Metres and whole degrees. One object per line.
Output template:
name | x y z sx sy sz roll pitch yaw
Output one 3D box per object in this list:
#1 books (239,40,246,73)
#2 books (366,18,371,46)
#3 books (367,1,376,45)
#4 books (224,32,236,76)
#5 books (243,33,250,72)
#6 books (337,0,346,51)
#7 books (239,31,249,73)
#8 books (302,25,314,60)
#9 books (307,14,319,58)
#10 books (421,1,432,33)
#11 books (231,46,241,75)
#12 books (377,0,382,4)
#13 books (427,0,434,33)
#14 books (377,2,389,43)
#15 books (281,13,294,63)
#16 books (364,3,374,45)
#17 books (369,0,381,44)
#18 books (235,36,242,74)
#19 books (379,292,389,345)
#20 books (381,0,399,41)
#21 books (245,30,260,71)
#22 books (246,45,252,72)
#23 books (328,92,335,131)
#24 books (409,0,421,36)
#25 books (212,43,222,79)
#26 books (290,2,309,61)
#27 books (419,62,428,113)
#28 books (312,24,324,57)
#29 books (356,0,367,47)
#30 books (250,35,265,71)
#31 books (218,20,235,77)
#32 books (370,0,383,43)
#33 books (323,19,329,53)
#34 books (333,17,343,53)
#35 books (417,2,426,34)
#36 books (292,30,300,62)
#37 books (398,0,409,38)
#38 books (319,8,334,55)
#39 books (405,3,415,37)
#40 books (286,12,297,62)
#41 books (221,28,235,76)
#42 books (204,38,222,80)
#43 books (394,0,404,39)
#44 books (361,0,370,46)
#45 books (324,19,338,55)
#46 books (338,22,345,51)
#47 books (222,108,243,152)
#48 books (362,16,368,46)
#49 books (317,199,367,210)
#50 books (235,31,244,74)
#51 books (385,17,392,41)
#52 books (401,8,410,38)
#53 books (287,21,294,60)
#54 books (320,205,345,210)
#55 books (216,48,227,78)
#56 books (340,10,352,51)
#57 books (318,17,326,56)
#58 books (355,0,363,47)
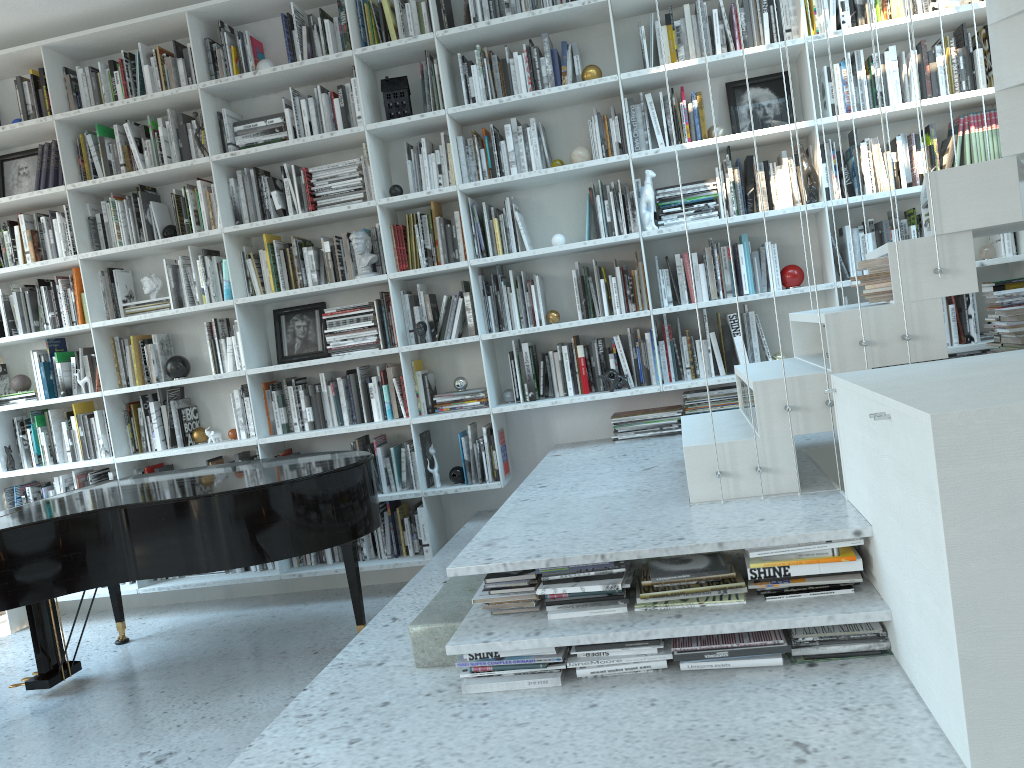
books | -1.376 -1.677 4.656 0.016 0.219 0.144 -8 4 11
books | -0.698 -1.757 4.530 0.015 0.193 0.160 -8 4 11
books | -0.688 -1.791 4.514 0.006 0.260 0.165 -8 4 11
books | -1.448 -1.690 4.659 0.011 0.265 0.163 -8 4 11
books | -1.356 -1.696 4.668 0.013 0.250 0.148 -8 4 11
books | -0.845 -1.795 4.558 0.012 0.308 0.138 -8 4 11
books | -1.369 -1.696 4.650 0.005 0.255 0.168 -8 4 11
books | -1.036 -1.719 4.586 0.050 0.211 0.172 -8 4 11
books | -0.999 -1.755 4.594 0.028 0.270 0.140 -8 4 11
books | -0.409 -1.797 4.469 0.022 0.194 0.181 -8 4 11
books | -1.424 -1.659 4.670 0.023 0.196 0.172 -8 4 11
books | -0.640 -1.800 4.514 0.008 0.262 0.142 -8 4 11
books | -0.379 -1.830 4.444 0.029 0.253 0.186 -8 4 11
books | -0.630 -1.786 4.496 0.015 0.234 0.171 -8 4 11
books | -1.133 -1.747 4.598 0.014 0.292 0.175 -8 4 11
books | -0.695 -1.779 4.501 0.007 0.239 0.191 -8 4 11
books | -0.681 -1.803 4.523 0.007 0.279 0.150 -8 4 11
books | -1.402 -1.689 4.670 0.014 0.248 0.139 -8 4 11
books | -0.651 -0.337 4.676 0.011 0.299 0.130 -8 4 11
books | -0.590 -1.802 4.490 0.054 0.255 0.190 -8 4 11
books | -1.339 -1.701 4.647 0.011 0.256 0.143 -8 4 11
books | -1.342 -1.666 4.658 0.010 0.187 0.152 -8 4 11
books | -0.905 -1.382 4.612 0.011 0.239 0.139 -8 4 11
books | -0.462 -1.798 4.465 0.031 0.213 0.169 -8 4 11
books | -1.518 -1.663 4.694 0.023 0.228 0.156 -8 4 11
books | -1.074 -1.774 4.582 0.010 0.332 0.186 -8 4 11
books | -0.429 -1.463 4.481 0.021 0.272 0.190 -8 4 11
books | -0.968 -1.724 4.571 0.033 0.203 0.166 -8 4 11
books | -0.740 -1.794 4.523 0.008 0.279 0.170 -8 4 11
books | -1.326 -1.693 4.665 0.004 0.236 0.137 -8 4 11
books | -1.482 -1.724 4.682 0.014 0.341 0.145 -8 4 11
books | -0.662 -1.796 4.511 0.034 0.261 0.157 -8 4 11
books | -0.915 -1.739 4.561 0.012 0.217 0.179 -8 4 11
books | -0.870 -1.755 4.579 0.026 0.234 0.137 -8 4 11
books | -0.431 -1.799 4.480 0.025 0.204 0.162 -8 4 11
books | -1.081 -1.713 4.612 0.031 0.209 0.146 -8 4 11
books | -0.533 -1.832 4.481 0.010 0.298 0.167 -8 4 11
books | -0.931 -1.763 4.551 0.010 0.270 0.179 -8 4 11
books | -0.488 -1.789 4.474 0.024 0.202 0.180 -8 4 11
books | -1.110 -1.752 4.601 0.011 0.296 0.157 -8 4 11
books | -1.468 -1.704 4.676 0.010 0.296 0.153 -8 4 11
books | -1.546 -1.670 4.679 0.026 0.253 0.185 -8 4 11
books | -0.548 -1.819 4.502 0.030 0.275 0.151 -8 4 11
books | -0.718 -1.807 4.522 0.007 0.298 0.180 -8 4 11
books | -0.899 -1.733 4.541 0.023 0.202 0.193 -8 4 11
books | -0.849 -1.743 4.570 0.014 0.204 0.134 -8 4 11
books | -1.458 -1.310 4.688 0.021 0.249 0.191 -8 4 11
books | -0.720 -1.760 4.544 0.016 0.204 0.143 -8 4 11
books | -0.868 -0.928 4.639 0.254 0.012 0.160 -8 3 14
books | -1.392 -1.698 4.661 0.013 0.264 0.146 -8 4 11
books | -0.615 -1.805 4.527 0.007 0.264 0.133 -8 4 11
books | -0.509 -1.775 4.479 0.022 0.180 0.172 -8 4 11
books | -1.117 -1.737 4.613 0.011 0.267 0.129 -8 4 11
books | -0.866 -0.915 4.638 0.254 0.012 0.160 -8 3 7
books | -1.494 -1.648 4.678 0.026 0.194 0.166 -8 4 11
books | -0.822 -1.765 4.548 0.028 0.244 0.161 -8 4 11
books | -0.942 -1.745 4.570 0.023 0.236 0.154 -8 4 11
books | -0.748 -1.797 4.542 0.012 0.285 0.159 -8 4 11
